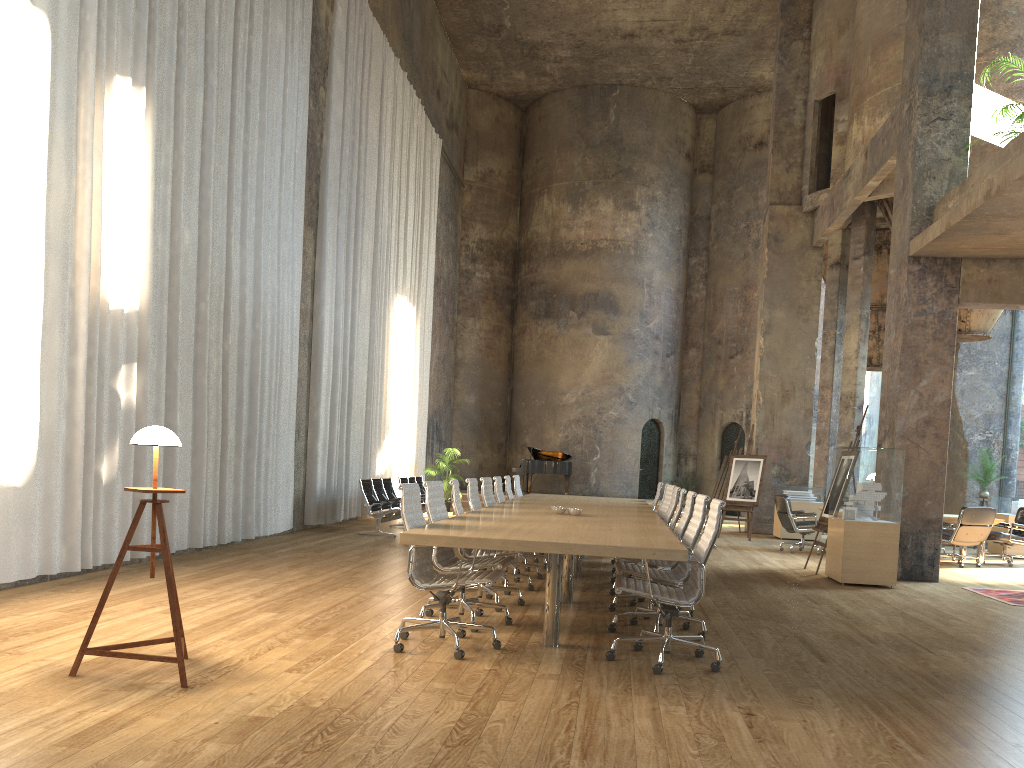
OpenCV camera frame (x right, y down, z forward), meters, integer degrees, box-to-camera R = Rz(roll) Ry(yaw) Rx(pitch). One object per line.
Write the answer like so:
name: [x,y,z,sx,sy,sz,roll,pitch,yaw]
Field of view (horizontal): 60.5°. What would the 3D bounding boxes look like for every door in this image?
door: [3.860,2.126,24.930,0.904,2.303,0.091,2,3,-35]
door: [6.196,2.382,24.653,0.111,2.639,0.898,1,3,-41]

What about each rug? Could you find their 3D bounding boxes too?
rug: [6.301,2.322,9.313,2.460,0.009,1.348,2,-5,7]

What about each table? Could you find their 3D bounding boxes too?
table: [6.078,2.350,13.586,2.408,0.702,1.106,2,-3,7]
table: [0.597,1.612,8.680,1.599,0.759,7.726,2,-5,7]

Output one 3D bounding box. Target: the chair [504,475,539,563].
chair: [0.196,1.659,10.874,0.698,1.028,0.665,3,0,10]

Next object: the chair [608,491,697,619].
chair: [1.174,1.381,7.239,0.698,1.028,0.665,3,0,12]

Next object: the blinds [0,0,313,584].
blinds: [-3.368,-2.612,8.497,0.275,8.666,7.830,3,-1,8]

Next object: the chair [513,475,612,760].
chair: [3.118,1.857,11.426,12.940,1.033,31.553,2,-5,7]

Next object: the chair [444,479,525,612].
chair: [-0.220,1.315,7.269,0.698,1.028,0.665,3,0,6]

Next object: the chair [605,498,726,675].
chair: [0.953,1.204,5.386,0.698,1.028,0.665,3,0,13]

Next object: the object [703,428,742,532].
object: [4.381,1.960,17.918,0.682,2.153,0.701,4,2,33]

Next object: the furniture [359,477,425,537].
furniture: [-1.856,1.930,14.015,0.708,0.842,1.874,3,-4,7]

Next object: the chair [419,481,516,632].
chair: [-0.322,1.234,6.419,0.698,1.028,0.665,3,0,15]

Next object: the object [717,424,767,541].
object: [4.263,1.785,16.030,0.698,2.153,0.685,4,2,39]

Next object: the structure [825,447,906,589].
structure: [4.023,1.511,10.060,0.594,1.552,0.741,3,1,7]

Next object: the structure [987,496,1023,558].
structure: [8.646,2.438,14.921,0.734,1.017,0.743,3,0,7]

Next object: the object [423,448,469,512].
object: [-1.496,2.172,19.915,1.092,1.461,1.127,3,0,-2]

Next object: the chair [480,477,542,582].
chair: [-0.014,1.487,9.070,0.698,1.028,0.665,3,0,15]

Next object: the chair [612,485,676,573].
chair: [1.501,1.638,9.931,0.698,1.028,0.665,3,0,6]

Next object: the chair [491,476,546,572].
chair: [0.089,1.572,9.963,0.698,1.028,0.665,3,0,12]

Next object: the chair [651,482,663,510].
chair: [1.661,1.799,11.644,0.698,1.028,0.665,3,0,12]

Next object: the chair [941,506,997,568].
chair: [6.507,2.209,12.838,0.731,0.895,0.819,3,-1,-19]

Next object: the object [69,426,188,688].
object: [-1.782,0.862,4.477,0.568,1.301,0.659,4,2,40]

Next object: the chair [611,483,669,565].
chair: [1.594,1.719,10.782,0.698,1.028,0.665,3,0,15]

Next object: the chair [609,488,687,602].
chair: [1.278,1.466,8.132,0.698,1.028,0.665,3,0,15]

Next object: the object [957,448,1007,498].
object: [8.526,1.601,15.994,0.858,0.943,0.688,3,0,10]

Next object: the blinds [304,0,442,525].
blinds: [-2.345,-1.793,17.078,0.275,8.666,7.830,3,-1,8]

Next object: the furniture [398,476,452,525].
furniture: [-1.573,2.156,16.386,0.708,0.842,1.874,3,-4,7]

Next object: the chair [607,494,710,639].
chair: [1.067,1.294,6.327,0.698,1.028,0.665,3,0,10]

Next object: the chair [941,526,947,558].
chair: [6.681,2.346,14.277,0.729,0.895,0.821,3,-1,8]

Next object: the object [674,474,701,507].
object: [5.037,3.039,25.243,0.910,0.993,0.908,2,-1,18]

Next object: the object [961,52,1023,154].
object: [5.794,-2.617,9.633,1.399,1.814,1.356,3,0,13]

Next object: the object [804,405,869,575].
object: [4.121,1.322,10.936,0.684,2.153,0.699,3,2,6]

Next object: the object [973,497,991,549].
object: [8.624,2.551,15.941,0.568,0.975,0.660,3,1,43]

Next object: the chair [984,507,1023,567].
chair: [7.560,2.311,13.406,0.820,0.895,0.729,3,0,1]

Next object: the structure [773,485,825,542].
structure: [5.412,2.433,16.620,0.742,1.017,0.735,3,0,7]

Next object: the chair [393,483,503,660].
chair: [-0.395,1.154,5.558,0.698,1.028,0.665,3,0,12]

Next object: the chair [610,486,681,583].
chair: [1.385,1.549,9.005,0.698,1.028,0.665,3,0,12]

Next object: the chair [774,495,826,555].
chair: [4.543,2.197,13.774,0.820,0.895,0.729,3,0,3]

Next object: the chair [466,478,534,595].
chair: [-0.121,1.403,8.196,0.698,1.028,0.665,3,0,12]
